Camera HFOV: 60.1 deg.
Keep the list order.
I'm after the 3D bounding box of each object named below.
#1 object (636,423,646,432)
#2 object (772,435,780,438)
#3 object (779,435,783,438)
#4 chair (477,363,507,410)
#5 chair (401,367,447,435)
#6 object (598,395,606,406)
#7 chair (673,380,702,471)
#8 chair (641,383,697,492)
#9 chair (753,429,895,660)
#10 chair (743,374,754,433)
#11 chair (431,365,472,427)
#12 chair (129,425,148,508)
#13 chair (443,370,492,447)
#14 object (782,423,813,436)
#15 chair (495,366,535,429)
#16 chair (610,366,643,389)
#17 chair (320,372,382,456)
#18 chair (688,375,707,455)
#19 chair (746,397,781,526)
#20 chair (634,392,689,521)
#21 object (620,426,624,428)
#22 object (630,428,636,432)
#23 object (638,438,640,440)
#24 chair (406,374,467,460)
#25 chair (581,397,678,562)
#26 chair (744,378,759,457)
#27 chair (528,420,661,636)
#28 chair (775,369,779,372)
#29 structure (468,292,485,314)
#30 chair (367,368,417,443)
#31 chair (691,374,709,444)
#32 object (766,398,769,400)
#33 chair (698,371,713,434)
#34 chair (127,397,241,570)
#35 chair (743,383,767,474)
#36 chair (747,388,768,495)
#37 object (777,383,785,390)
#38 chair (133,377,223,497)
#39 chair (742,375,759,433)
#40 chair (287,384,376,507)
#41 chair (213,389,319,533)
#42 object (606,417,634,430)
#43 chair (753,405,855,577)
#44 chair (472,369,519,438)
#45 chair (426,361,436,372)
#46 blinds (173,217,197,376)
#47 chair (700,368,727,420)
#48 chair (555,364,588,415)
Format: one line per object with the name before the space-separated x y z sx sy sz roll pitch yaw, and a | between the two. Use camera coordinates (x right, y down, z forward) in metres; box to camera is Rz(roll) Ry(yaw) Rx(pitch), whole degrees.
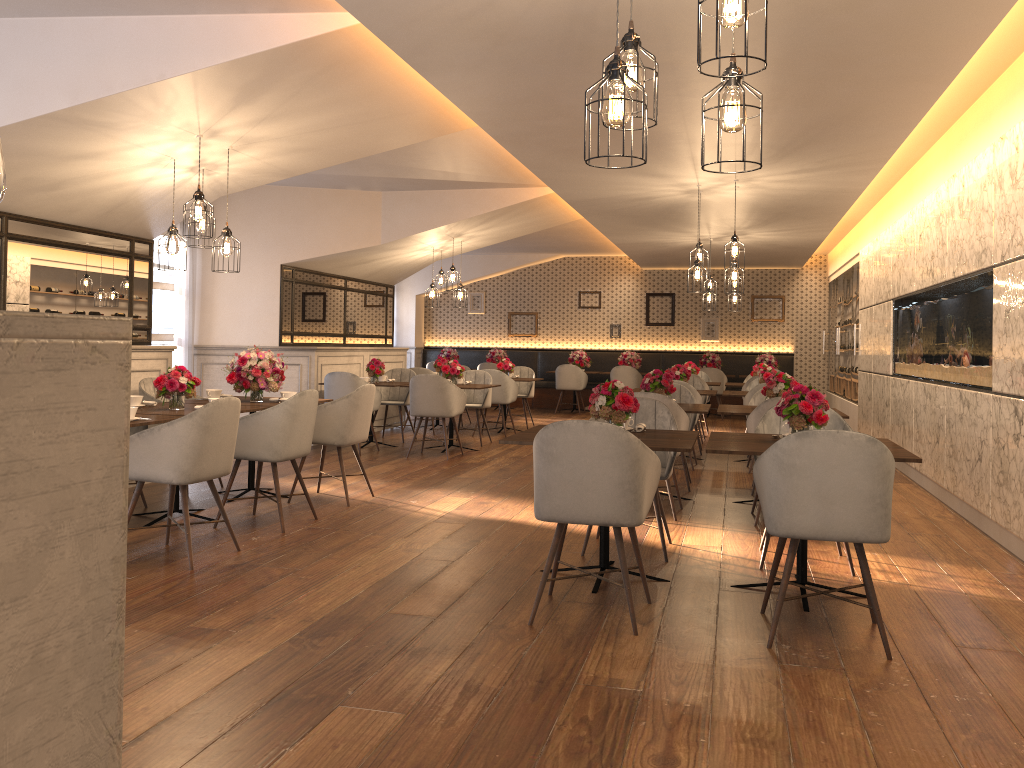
object | 0.695 0.235 4.775 0.056 0.039 0.175 1 2 14
object | 1.368 0.267 4.584 0.043 0.015 0.197 2 3 18
object | 1.393 0.274 4.571 0.022 0.004 0.211 2 3 14
chair | -0.358 0.051 15.775 0.565 0.873 0.526 1 0 14
chair | -1.160 0.211 11.699 0.565 0.873 0.526 1 0 14
object | 0.460 0.082 4.464 0.048 0.053 0.076 1 1 19
chair | 1.586 0.385 8.760 0.565 0.873 0.526 1 0 14
chair | 1.295 0.432 7.544 0.565 0.873 0.526 1 0 14
chair | 1.279 0.600 3.623 0.565 0.873 0.526 1 0 14
chair | 3.463 0.270 12.210 0.565 0.873 0.526 1 0 14
chair | -0.866 0.161 12.994 0.565 0.873 0.526 1 0 14
chair | -2.830 0.427 5.980 0.526 0.873 0.565 1 0 14
chair | -0.504 0.274 10.506 0.565 0.873 0.526 1 0 14
object | 1.475 0.240 4.578 0.148 0.072 0.148 0 2 -33
chair | 0.064 0.187 12.759 0.565 0.873 0.526 1 0 14
chair | 1.945 0.116 15.193 0.565 0.873 0.526 1 0 14
chair | -1.729 0.298 9.446 0.565 0.873 0.526 1 0 14
chair | 1.926 0.336 10.044 0.565 0.873 0.526 1 0 14
chair | 1.885 0.507 6.025 0.565 0.873 0.526 1 0 14
chair | 0.955 0.481 6.260 0.565 0.873 0.526 1 0 14
object | 0.470 0.239 4.204 0.148 0.072 0.148 2 2 37
object | 0.659 0.242 4.774 0.025 0.024 0.192 1 2 14
object | 0.577 0.270 4.196 0.043 0.015 0.197 2 3 18
chair | -0.799 0.324 9.211 0.565 0.873 0.526 1 0 14
chair | 0.689 0.524 5.142 0.565 0.873 0.526 1 0 14
chair | 2.856 0.362 9.809 0.565 0.873 0.526 1 0 14
chair | 0.349 0.573 3.858 0.565 0.873 0.526 1 0 14
chair | 4.247 0.181 14.611 0.565 0.873 0.526 1 0 14
structure | -0.703 -1.606 17.533 0.340 0.440 0.034 1 -1 14
chair | -1.434 0.248 10.741 0.565 0.873 0.526 1 0 14
chair | 2.193 0.293 11.162 0.565 0.873 0.526 1 0 14
object | 2.087 0.147 7.000 0.148 0.072 0.148 0 2 -33
chair | 2.533 0.244 12.445 0.565 0.873 0.526 1 0 14
chair | -1.768 0.498 4.762 0.526 0.873 0.565 1 0 14
chair | 2.516 0.411 8.525 0.565 0.873 0.526 1 0 14
chair | 2.225 0.458 7.309 0.565 0.873 0.526 1 0 14
object | 2.004 0.015 6.630 0.048 0.053 0.076 1 1 -6
chair | -2.600 0.392 6.891 0.526 0.873 0.565 1 0 14
chair | 3.123 0.319 10.927 0.565 0.873 0.526 1 0 14
chair | -1.308 0.428 6.583 0.526 0.873 0.565 1 0 14
chair | -1.538 0.463 5.672 0.526 0.873 0.565 1 0 14
object | 0.584 0.215 4.803 0.148 0.072 0.148 0 2 -33
chair | 1.619 0.550 4.907 0.565 0.873 0.526 1 0 14
chair | -0.230 0.238 11.464 0.565 0.873 0.526 1 0 14
chair | -1.288 0.025 16.010 0.565 0.873 0.526 1 0 14
blinds | -3.629 -0.641 8.997 0.134 2.701 1.380 1 0 14
chair | 3.317 0.155 14.846 0.565 0.873 0.526 1 0 14
chair | 1.015 0.090 15.428 0.565 0.873 0.526 1 0 14
